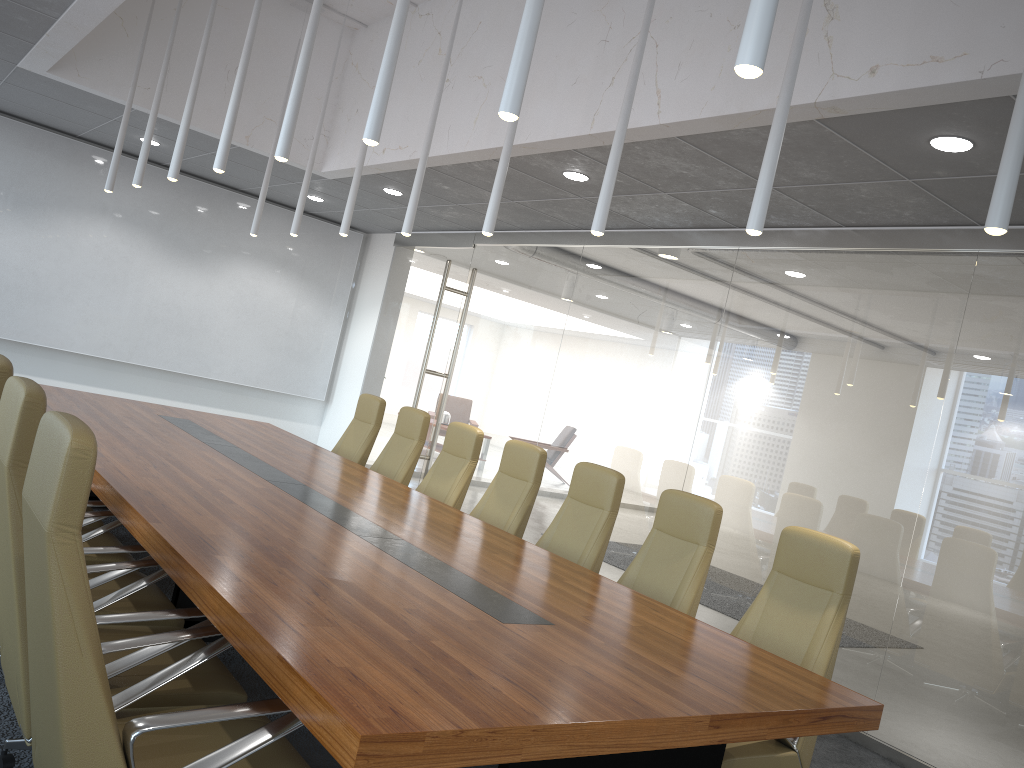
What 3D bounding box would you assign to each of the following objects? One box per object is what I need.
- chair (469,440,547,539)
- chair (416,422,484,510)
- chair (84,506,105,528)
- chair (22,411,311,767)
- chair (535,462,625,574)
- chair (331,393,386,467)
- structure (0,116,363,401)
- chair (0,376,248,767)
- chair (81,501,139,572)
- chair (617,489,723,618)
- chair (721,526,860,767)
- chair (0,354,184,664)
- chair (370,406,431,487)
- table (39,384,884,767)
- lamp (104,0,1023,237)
[{"bbox_3d":[-0.388,1.026,6.126,0.955,1.406,0.711,14,0,-37],"label":"chair"},{"bbox_3d":[-0.854,0.921,6.762,0.955,1.406,0.711,14,0,-37],"label":"chair"},{"bbox_3d":[-2.892,0.431,5.218,0.955,1.406,0.711,14,0,-37],"label":"chair"},{"bbox_3d":[-1.011,0.857,2.649,0.955,1.406,0.711,14,0,-37],"label":"chair"},{"bbox_3d":[0.080,1.132,5.486,0.955,1.406,0.711,14,0,-37],"label":"chair"},{"bbox_3d":[-1.796,0.708,8.049,0.955,1.406,0.711,14,0,-37],"label":"chair"},{"bbox_3d":[-1.016,-0.673,5.382,6.600,2.466,13.989,14,0,-37],"label":"structure"},{"bbox_3d":[-1.471,0.753,3.277,0.955,1.406,0.711,14,0,-37],"label":"chair"},{"bbox_3d":[-2.415,0.539,4.567,0.955,1.406,0.711,14,0,-37],"label":"chair"},{"bbox_3d":[0.546,1.238,4.850,0.955,1.406,0.711,14,0,-37],"label":"chair"},{"bbox_3d":[1.076,1.358,4.240,0.955,1.406,0.711,14,0,-37],"label":"chair"},{"bbox_3d":[-1.944,0.646,3.924,0.955,1.406,0.711,14,0,-37],"label":"chair"},{"bbox_3d":[-1.328,0.814,7.409,0.955,1.406,0.711,14,0,-37],"label":"chair"},{"bbox_3d":[-1.460,1.031,5.335,2.300,0.895,6.500,14,0,-37],"label":"table"},{"bbox_3d":[-0.690,-2.241,5.356,2.619,2.378,7.258,14,0,-37],"label":"lamp"}]
